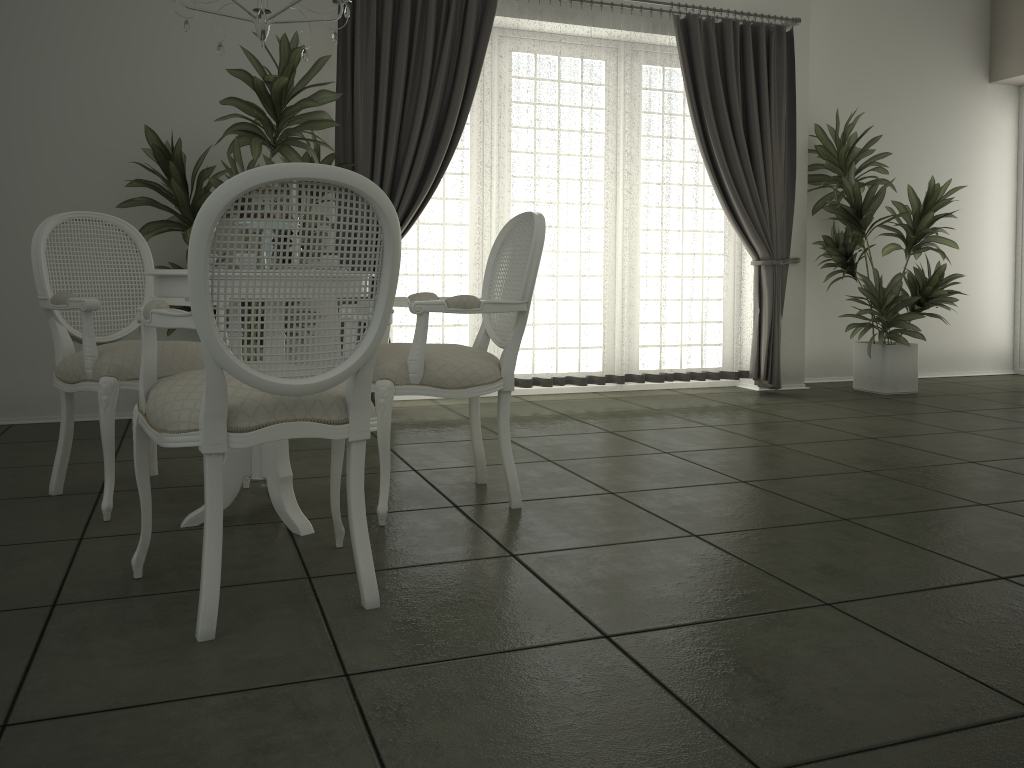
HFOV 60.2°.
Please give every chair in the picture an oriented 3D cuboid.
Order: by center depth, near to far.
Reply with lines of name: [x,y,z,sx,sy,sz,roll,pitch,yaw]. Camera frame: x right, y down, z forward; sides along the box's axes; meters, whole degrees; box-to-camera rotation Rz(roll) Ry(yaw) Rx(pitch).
chair: [-0.607,0.010,2.233,0.595,1.060,0.692,-1,3,-30]
chair: [-0.235,-0.108,3.233,0.690,1.060,0.597,-1,3,-20]
chair: [-1.418,-0.124,3.302,0.691,1.060,0.596,3,4,35]

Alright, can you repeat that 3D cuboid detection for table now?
table: [-0.824,0.038,2.940,0.740,0.827,0.743,-1,4,-23]

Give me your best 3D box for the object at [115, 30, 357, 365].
object: [-1.462,-0.819,4.756,1.161,2.090,1.043,0,3,-2]

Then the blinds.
blinds: [0.418,-1.196,5.888,3.661,2.596,0.662,-1,2,-20]

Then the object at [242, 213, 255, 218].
object: [-0.863,-0.547,2.892,0.039,0.032,0.039,3,6,31]

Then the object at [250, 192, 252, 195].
object: [-0.856,-0.643,2.953,0.039,0.032,0.039,-3,6,-34]

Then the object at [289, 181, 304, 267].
object: [-0.774,-0.584,3.150,0.088,0.363,0.088,-1,2,-43]

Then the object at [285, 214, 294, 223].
object: [-0.744,-0.551,2.936,0.039,0.032,0.039,3,6,31]

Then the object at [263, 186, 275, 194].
object: [-0.801,-0.637,2.907,0.039,0.032,0.040,0,5,1]

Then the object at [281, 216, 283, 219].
object: [-0.769,-0.560,3.005,0.039,0.032,0.040,0,5,1]

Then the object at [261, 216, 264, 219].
object: [-0.841,-0.562,3.017,0.039,0.032,0.039,2,5,21]

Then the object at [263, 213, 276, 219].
object: [-0.791,-0.545,2.879,0.039,0.032,0.039,4,6,36]

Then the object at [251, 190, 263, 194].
object: [-0.842,-0.638,2.914,0.039,0.032,0.039,1,5,11]

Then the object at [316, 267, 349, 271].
object: [-0.628,-0.395,3.052,0.119,0.016,0.119,-4,8,-30]

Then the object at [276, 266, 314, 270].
object: [-0.673,-0.359,2.744,0.119,0.016,0.119,-4,8,-30]

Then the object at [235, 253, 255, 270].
object: [-0.801,-0.368,2.662,0.062,0.049,0.078,0,5,-10]

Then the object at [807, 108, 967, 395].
object: [2.750,-0.997,6.476,1.161,2.090,1.043,0,3,-2]

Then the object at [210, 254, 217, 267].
object: [-1.031,-0.415,2.992,0.062,0.049,0.078,-4,7,-40]

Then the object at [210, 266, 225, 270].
object: [-1.036,-0.392,2.999,0.119,0.016,0.119,-2,7,-20]

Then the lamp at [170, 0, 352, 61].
lamp: [-0.795,-2.323,2.879,0.593,2.431,0.595,-1,2,-42]

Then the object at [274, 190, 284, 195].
object: [-0.775,-0.640,2.939,0.039,0.032,0.040,-1,5,-14]

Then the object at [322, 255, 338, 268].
object: [-0.627,-0.420,3.059,0.062,0.049,0.078,1,5,12]

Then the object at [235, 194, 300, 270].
object: [-0.816,-0.503,2.949,0.211,0.248,0.212,1,4,12]

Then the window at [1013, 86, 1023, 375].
window: [4.588,-1.278,7.231,0.058,2.494,1.003,0,2,-20]
